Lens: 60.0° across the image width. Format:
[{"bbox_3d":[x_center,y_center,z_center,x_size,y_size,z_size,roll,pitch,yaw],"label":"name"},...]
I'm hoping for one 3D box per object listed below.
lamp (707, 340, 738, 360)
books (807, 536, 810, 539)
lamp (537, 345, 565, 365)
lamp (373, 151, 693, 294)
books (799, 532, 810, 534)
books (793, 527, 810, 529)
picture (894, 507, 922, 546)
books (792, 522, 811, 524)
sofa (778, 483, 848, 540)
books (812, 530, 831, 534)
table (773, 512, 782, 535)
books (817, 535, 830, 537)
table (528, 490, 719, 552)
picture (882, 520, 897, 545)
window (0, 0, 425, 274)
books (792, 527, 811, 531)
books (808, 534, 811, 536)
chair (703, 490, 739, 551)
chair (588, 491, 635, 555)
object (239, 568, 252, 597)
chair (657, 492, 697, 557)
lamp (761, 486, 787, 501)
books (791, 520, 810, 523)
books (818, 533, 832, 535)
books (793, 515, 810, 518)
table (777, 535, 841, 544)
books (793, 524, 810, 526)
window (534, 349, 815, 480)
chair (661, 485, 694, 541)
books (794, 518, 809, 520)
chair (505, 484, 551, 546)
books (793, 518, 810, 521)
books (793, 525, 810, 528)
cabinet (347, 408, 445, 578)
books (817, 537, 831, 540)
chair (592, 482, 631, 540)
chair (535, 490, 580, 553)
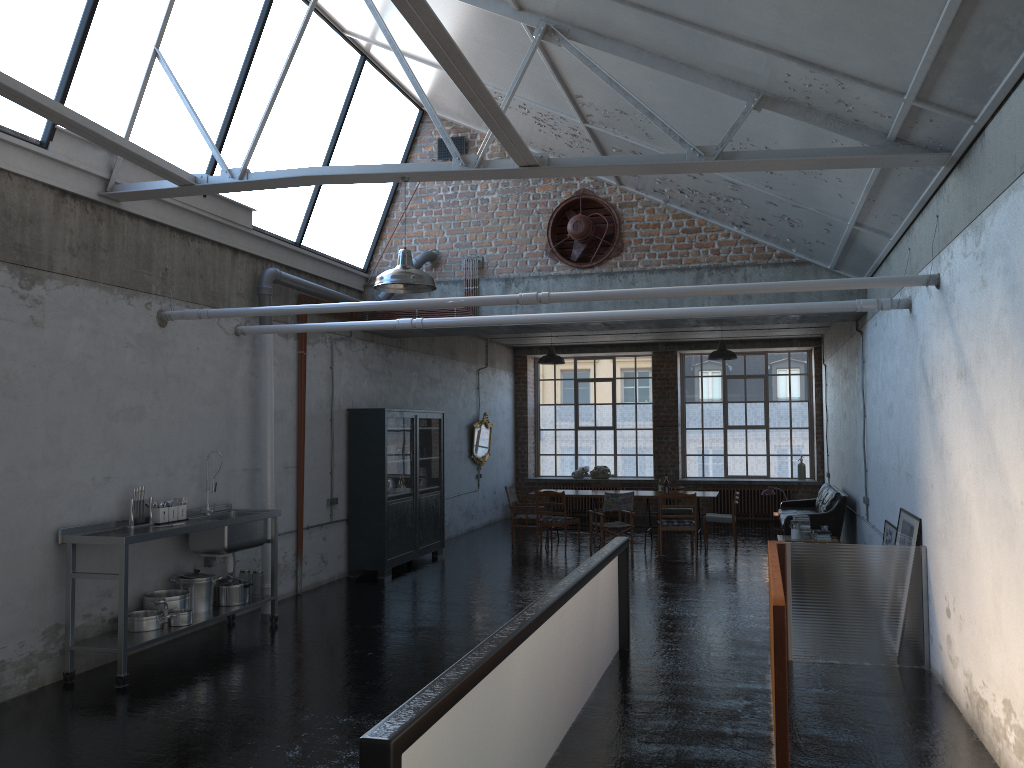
[{"bbox_3d":[3.534,-0.861,14.924,0.502,0.891,0.502,-1,-3,20],"label":"lamp"},{"bbox_3d":[4.034,2.128,12.395,0.248,0.043,0.192,-1,-3,15],"label":"books"},{"bbox_3d":[0.694,-0.803,15.711,0.502,0.891,0.502,-1,-3,20],"label":"lamp"},{"bbox_3d":[0.674,-1.680,8.924,0.945,2.025,5.320,-2,-3,34],"label":"lamp"},{"bbox_3d":[4.035,2.072,12.396,0.249,0.023,0.175,-1,-3,16],"label":"books"},{"bbox_3d":[4.054,2.007,12.408,0.221,0.023,0.147,-1,-3,15],"label":"books"},{"bbox_3d":[3.549,1.787,8.116,0.233,1.215,1.095,-1,-3,15],"label":"picture"},{"bbox_3d":[4.046,1.945,12.413,0.244,0.019,0.174,-1,-3,15],"label":"books"},{"bbox_3d":[4.694,2.141,13.946,0.929,1.045,2.610,-1,-3,15],"label":"sofa"},{"bbox_3d":[4.281,2.046,12.285,0.225,0.029,0.179,-1,-3,8],"label":"books"},{"bbox_3d":[5.034,2.526,15.627,0.811,0.458,0.649,-1,-3,15],"label":"table"},{"bbox_3d":[4.279,2.096,12.288,0.166,0.024,0.227,0,-3,-5],"label":"books"},{"bbox_3d":[1.913,2.312,15.087,3.112,0.917,1.067,-1,-3,15],"label":"table"},{"bbox_3d":[3.921,1.961,9.279,0.135,0.994,0.889,-1,-3,15],"label":"picture"},{"bbox_3d":[-2.790,-2.955,8.965,0.994,2.404,8.048,-1,-3,15],"label":"window"},{"bbox_3d":[4.048,2.033,12.412,0.245,0.028,0.193,-1,-3,10],"label":"books"},{"bbox_3d":[4.035,2.095,12.395,0.249,0.023,0.175,-1,-3,11],"label":"books"},{"bbox_3d":[3.461,2.253,14.631,0.577,0.971,0.589,-1,-3,15],"label":"chair"},{"bbox_3d":[1.601,2.213,14.149,0.574,1.031,0.713,0,-3,-14],"label":"chair"},{"bbox_3d":[-2.775,2.063,9.227,0.130,0.285,0.130,0,-3,1],"label":"object"},{"bbox_3d":[2.604,2.212,14.009,0.573,1.028,0.509,-1,-3,5],"label":"chair"},{"bbox_3d":[4.679,2.063,15.731,0.496,0.492,0.220,-1,-3,8],"label":"lamp"},{"bbox_3d":[4.038,1.924,12.416,0.231,0.023,0.162,-2,-3,31],"label":"books"},{"bbox_3d":[4.292,2.072,12.287,0.243,0.024,0.175,-1,-3,12],"label":"books"},{"bbox_3d":[4.047,1.859,12.426,0.201,0.024,0.159,-1,-3,6],"label":"books"},{"bbox_3d":[4.098,2.367,12.264,0.811,0.458,0.649,-1,-3,15],"label":"table"},{"bbox_3d":[4.051,1.965,12.410,0.205,0.022,0.155,-1,-3,10],"label":"books"},{"bbox_3d":[7.823,2.307,19.617,19.864,12.900,0.747,-1,-3,15],"label":"window"},{"bbox_3d":[2.979,2.326,16.028,0.589,0.971,0.577,-1,-3,15],"label":"chair"},{"bbox_3d":[4.050,1.880,12.414,0.205,0.020,0.155,-1,-3,15],"label":"books"},{"bbox_3d":[0.280,2.288,15.503,0.713,1.031,0.574,-1,-3,15],"label":"chair"},{"bbox_3d":[4.054,1.902,12.423,0.209,0.023,0.167,-1,-3,9],"label":"books"},{"bbox_3d":[4.054,1.987,12.414,0.224,0.021,0.158,-1,-3,15],"label":"books"},{"bbox_3d":[-1.671,1.533,13.205,0.572,2.297,2.386,-1,-3,15],"label":"cabinet"},{"bbox_3d":[4.286,2.124,12.279,0.179,0.034,0.243,0,-3,-1],"label":"books"},{"bbox_3d":[1.823,2.324,16.181,0.573,1.028,0.509,1,-3,-20],"label":"chair"},{"bbox_3d":[0.754,2.256,14.642,0.573,1.028,0.509,-2,-3,35],"label":"chair"}]
